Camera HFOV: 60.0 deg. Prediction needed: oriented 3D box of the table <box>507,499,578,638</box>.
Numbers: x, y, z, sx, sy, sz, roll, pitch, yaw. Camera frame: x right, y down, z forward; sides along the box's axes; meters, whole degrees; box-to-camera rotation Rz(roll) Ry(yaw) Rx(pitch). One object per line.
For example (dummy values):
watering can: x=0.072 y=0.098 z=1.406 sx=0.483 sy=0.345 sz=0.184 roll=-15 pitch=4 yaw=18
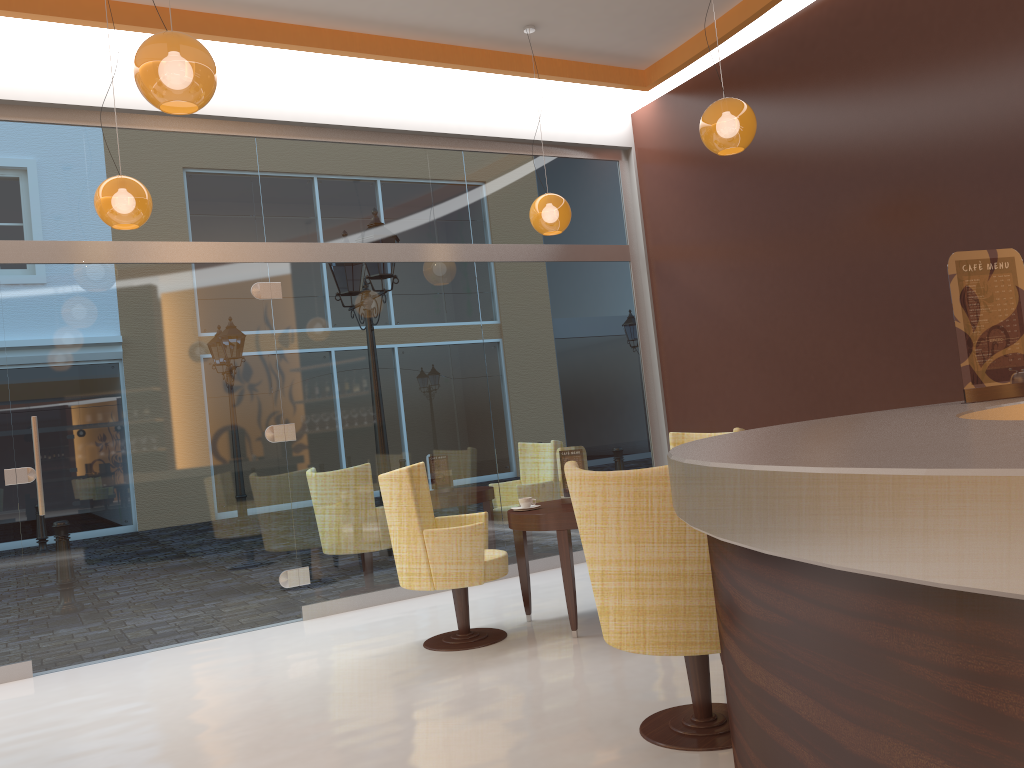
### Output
table: x=0.441 y=1.038 z=5.198 sx=0.872 sy=0.679 sz=0.874 roll=-7 pitch=-3 yaw=17

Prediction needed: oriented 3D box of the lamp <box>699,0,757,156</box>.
lamp: x=1.086 y=-1.985 z=4.767 sx=0.299 sy=1.500 sz=0.299 roll=-8 pitch=-3 yaw=38

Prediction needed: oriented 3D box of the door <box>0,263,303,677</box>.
door: x=-2.290 y=0.449 z=5.764 sx=1.640 sy=2.499 sz=0.020 roll=-5 pitch=-3 yaw=-30

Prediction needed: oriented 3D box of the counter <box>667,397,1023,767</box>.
counter: x=1.117 y=0.573 z=1.432 sx=1.586 sy=1.100 sz=2.917 roll=-7 pitch=-3 yaw=15

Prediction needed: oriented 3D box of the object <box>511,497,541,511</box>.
object: x=0.079 y=0.701 z=5.176 sx=0.153 sy=0.069 sz=0.153 roll=-5 pitch=-3 yaw=-29

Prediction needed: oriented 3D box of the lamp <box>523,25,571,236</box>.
lamp: x=0.205 y=-1.814 z=6.327 sx=0.299 sy=1.500 sz=0.299 roll=-8 pitch=-3 yaw=28

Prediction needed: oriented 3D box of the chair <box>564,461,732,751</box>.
chair: x=0.617 y=0.756 z=3.248 sx=0.729 sy=1.017 sz=0.685 roll=-8 pitch=-3 yaw=38

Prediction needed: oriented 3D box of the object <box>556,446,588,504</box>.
object: x=0.364 y=0.539 z=5.259 sx=0.209 sy=0.335 sz=0.042 roll=-8 pitch=-3 yaw=35

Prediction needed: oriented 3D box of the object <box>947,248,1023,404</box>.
object: x=1.326 y=-0.164 z=2.441 sx=0.258 sy=0.414 sz=0.052 roll=-6 pitch=-3 yaw=-16

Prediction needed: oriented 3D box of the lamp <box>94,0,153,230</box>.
lamp: x=-2.217 y=-1.613 z=4.937 sx=0.299 sy=1.500 sz=0.299 roll=-8 pitch=-3 yaw=35

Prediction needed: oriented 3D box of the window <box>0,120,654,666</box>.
window: x=-2.344 y=-0.047 z=5.788 sx=8.200 sy=3.380 sz=0.040 roll=-5 pitch=-3 yaw=-30

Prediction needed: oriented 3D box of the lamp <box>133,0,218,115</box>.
lamp: x=-1.336 y=-1.784 z=3.377 sx=0.299 sy=1.500 sz=0.299 roll=-5 pitch=-3 yaw=-19

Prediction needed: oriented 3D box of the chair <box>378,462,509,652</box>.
chair: x=-0.370 y=0.950 z=5.044 sx=0.685 sy=1.017 sz=0.729 roll=-6 pitch=-3 yaw=2

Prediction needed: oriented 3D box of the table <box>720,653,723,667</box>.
table: x=1.274 y=0.878 z=3.741 sx=0.872 sy=0.679 sz=0.874 roll=-7 pitch=-3 yaw=17

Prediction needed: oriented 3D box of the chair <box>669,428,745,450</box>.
chair: x=1.146 y=0.806 z=5.533 sx=0.685 sy=1.017 sz=0.729 roll=-5 pitch=-3 yaw=-27
